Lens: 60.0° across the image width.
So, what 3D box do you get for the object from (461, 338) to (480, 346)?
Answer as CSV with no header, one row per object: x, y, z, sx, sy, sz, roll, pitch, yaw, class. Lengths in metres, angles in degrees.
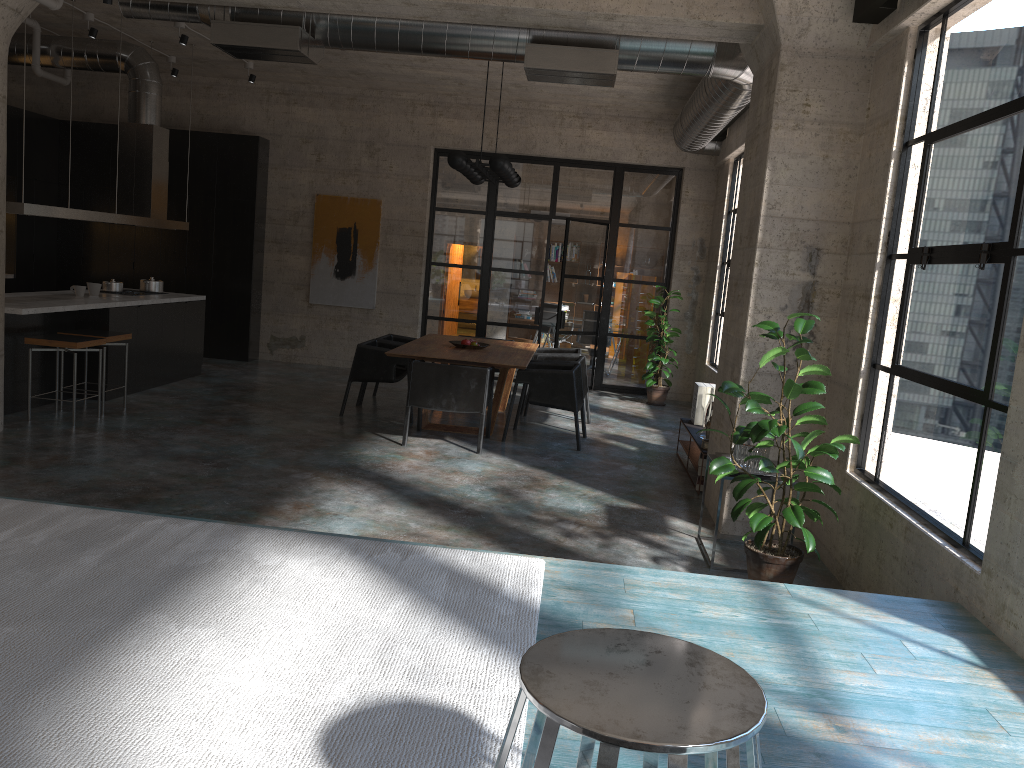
-0.430,-0.424,9.136,0.219,0.097,0.100,-2,10,-42,object

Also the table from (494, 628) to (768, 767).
0.212,0.773,1.653,0.620,0.472,0.620,6,8,7,table

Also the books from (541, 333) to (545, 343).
0.652,-1.034,18.474,0.057,0.327,0.255,6,8,4,books

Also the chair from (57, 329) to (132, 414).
-3.812,-0.121,8.099,0.450,0.698,0.450,6,8,4,chair

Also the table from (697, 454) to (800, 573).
1.431,0.785,5.426,0.450,0.563,0.600,6,8,4,table

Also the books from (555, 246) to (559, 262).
0.933,-2.677,18.252,0.055,0.326,0.255,6,8,4,books

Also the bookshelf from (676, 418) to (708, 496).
1.700,0.612,7.665,0.350,0.347,1.600,6,8,4,bookshelf

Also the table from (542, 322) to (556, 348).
1.232,-0.575,14.661,1.800,0.721,0.800,6,8,4,table

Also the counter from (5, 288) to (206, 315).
-4.274,-0.850,8.848,1.000,0.046,3.500,6,8,4,counter

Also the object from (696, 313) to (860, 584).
1.428,0.389,4.737,0.886,1.552,0.514,4,8,-9,object

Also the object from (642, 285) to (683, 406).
1.927,-0.496,11.532,0.514,1.552,0.886,5,8,1,object

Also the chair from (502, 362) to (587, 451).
0.358,0.175,8.546,0.754,0.738,0.707,6,8,9,chair

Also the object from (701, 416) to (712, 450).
1.662,0.341,7.105,0.248,0.333,0.415,12,10,39,object

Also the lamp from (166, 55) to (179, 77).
-4.170,-3.898,10.895,0.145,0.236,0.107,3,8,-13,lamp

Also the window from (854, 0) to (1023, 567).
2.082,-0.611,4.183,0.081,2.530,1.780,6,8,4,window

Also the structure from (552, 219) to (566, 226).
0.759,-3.416,18.319,0.812,0.218,0.200,6,8,4,structure

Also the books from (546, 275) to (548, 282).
0.716,-2.301,18.320,0.101,0.380,0.244,6,8,4,books

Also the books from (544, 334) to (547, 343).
0.707,-1.028,18.464,0.055,0.326,0.255,6,8,4,books

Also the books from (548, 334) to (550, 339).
0.774,-1.052,18.478,0.079,0.381,0.244,6,8,4,books

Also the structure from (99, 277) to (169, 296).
-4.264,-1.114,9.926,0.506,0.187,0.833,6,8,4,structure

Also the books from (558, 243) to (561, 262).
0.981,-2.696,18.225,0.036,0.379,0.244,6,8,4,books

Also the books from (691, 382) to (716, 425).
1.783,0.186,8.203,0.191,0.362,0.277,6,8,4,books

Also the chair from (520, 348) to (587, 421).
0.515,-0.032,10.164,0.754,0.738,0.707,6,8,4,chair

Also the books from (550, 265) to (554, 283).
0.826,-2.272,18.311,0.125,0.345,0.272,6,8,4,books

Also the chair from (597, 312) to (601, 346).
1.266,-0.668,14.278,0.653,1.015,0.684,6,8,3,chair

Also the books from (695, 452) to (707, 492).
1.637,0.707,7.148,0.274,0.263,0.393,7,8,14,books

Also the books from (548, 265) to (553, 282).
0.804,-2.273,18.303,0.125,0.345,0.272,6,8,4,books

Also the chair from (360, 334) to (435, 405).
-1.233,-0.148,9.860,0.754,0.738,0.707,6,8,4,chair

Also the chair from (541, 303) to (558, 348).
0.735,-0.935,15.880,0.653,1.015,0.684,11,10,37,chair

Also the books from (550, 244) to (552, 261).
0.803,-2.703,18.257,0.021,0.355,0.272,6,8,4,books

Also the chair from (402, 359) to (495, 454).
-0.554,0.164,8.023,0.707,0.738,0.754,6,8,4,chair

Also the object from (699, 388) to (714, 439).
1.753,0.254,7.676,0.199,0.365,0.703,7,8,15,object

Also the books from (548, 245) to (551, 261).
0.763,-2.693,18.263,0.055,0.326,0.255,6,8,4,books

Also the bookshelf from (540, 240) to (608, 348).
1.468,-1.789,18.295,3.034,2.179,0.366,6,8,4,bookshelf

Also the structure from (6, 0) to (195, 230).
-4.088,-2.658,8.746,0.538,2.100,3.117,6,8,4,structure

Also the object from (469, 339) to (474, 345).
-0.406,-0.426,9.204,0.088,0.082,0.110,13,11,43,object

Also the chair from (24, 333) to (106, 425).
-3.805,-0.046,7.559,0.450,0.698,0.450,6,8,4,chair

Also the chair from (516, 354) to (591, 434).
0.473,0.071,9.379,0.754,0.738,0.707,6,8,9,chair

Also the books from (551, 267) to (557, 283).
0.872,-2.257,18.295,0.158,0.326,0.255,6,8,4,books

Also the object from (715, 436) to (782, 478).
1.431,0.386,5.330,0.327,0.253,0.546,6,8,4,object

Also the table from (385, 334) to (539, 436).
-0.453,-0.004,9.244,1.299,0.756,2.410,6,8,4,table

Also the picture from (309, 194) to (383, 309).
-2.295,-1.819,12.230,0.928,1.494,0.029,6,8,4,picture

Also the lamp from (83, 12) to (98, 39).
-4.303,-3.654,9.047,0.145,0.236,0.107,3,8,-13,lamp

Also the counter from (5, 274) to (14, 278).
-7.025,-1.097,9.195,1.000,0.142,4.360,6,8,4,counter

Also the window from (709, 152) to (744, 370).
2.777,-1.771,13.114,0.081,2.530,7.902,6,8,4,window

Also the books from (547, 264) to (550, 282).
0.752,-2.294,18.295,0.103,0.379,0.244,6,8,4,books

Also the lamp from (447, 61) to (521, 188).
-0.197,-2.716,8.865,0.583,1.327,1.813,6,8,4,lamp

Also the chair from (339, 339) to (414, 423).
-1.298,-0.055,9.136,0.754,0.738,0.707,6,8,4,chair

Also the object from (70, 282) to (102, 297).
-4.307,-0.961,8.976,0.188,0.133,0.437,6,8,4,object

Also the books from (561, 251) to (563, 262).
1.061,-2.660,18.218,0.055,0.326,0.255,6,8,4,books

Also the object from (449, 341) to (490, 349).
-0.438,-0.414,9.160,0.435,0.079,0.435,12,10,40,object

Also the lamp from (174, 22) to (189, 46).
-3.352,-3.560,8.985,0.145,0.236,0.107,3,8,-13,lamp

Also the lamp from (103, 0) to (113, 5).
-3.488,-3.386,7.640,0.107,0.236,0.145,3,8,-13,lamp

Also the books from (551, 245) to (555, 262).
0.839,-2.683,18.239,0.055,0.326,0.255,6,8,4,books

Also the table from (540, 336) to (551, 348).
1.168,-0.838,16.539,1.800,0.721,0.800,6,8,4,table

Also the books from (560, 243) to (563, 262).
1.018,-2.694,18.232,0.036,0.379,0.244,6,8,4,books

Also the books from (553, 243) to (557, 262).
0.888,-2.706,18.236,0.036,0.379,0.244,6,8,4,books

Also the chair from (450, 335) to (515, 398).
-0.359,-0.174,10.619,0.707,0.738,0.754,6,8,4,chair

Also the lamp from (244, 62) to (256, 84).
-3.198,-3.802,10.832,0.145,0.236,0.107,3,8,-13,lamp
